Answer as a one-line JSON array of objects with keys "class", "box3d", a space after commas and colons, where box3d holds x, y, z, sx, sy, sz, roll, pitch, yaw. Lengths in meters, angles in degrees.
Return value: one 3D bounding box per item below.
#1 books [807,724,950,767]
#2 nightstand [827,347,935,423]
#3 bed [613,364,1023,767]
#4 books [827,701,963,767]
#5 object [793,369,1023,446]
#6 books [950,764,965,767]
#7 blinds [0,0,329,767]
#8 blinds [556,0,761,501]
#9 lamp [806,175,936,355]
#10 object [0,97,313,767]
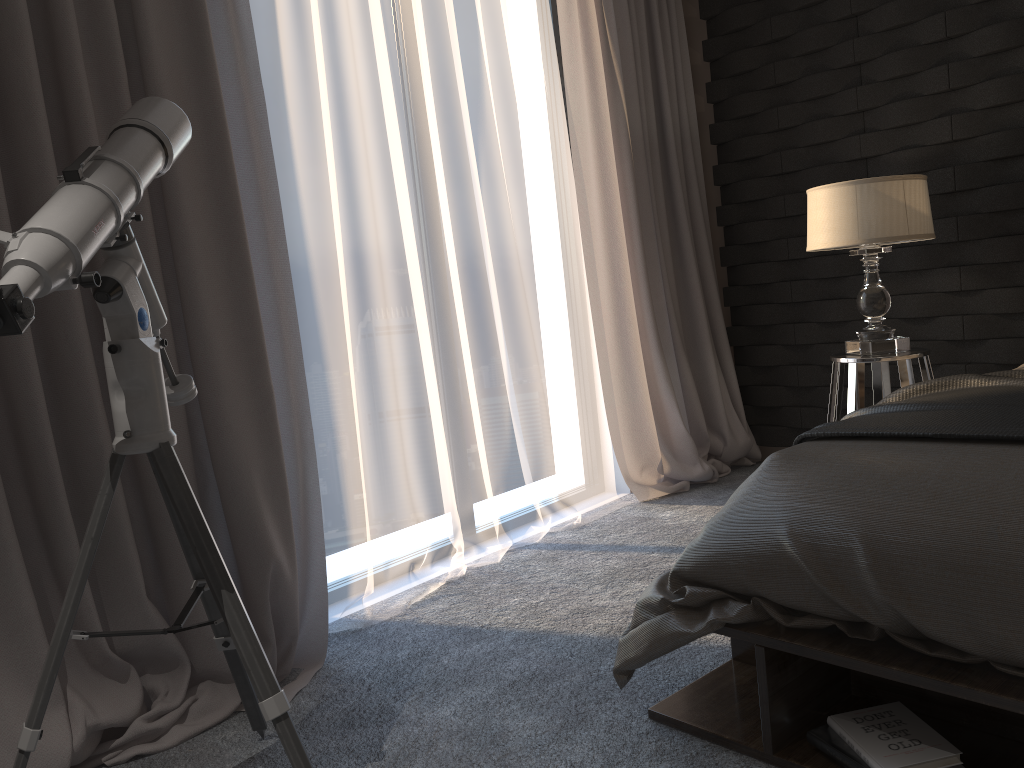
[{"class": "books", "box3d": [0.670, 0.672, 1.616, 0.153, 0.023, 0.212, -8, 6, -22]}, {"class": "nightstand", "box3d": [1.422, 0.180, 3.352, 0.577, 0.603, 0.524, -9, 6, -29]}, {"class": "bed", "box3d": [1.783, 0.278, 1.865, 2.422, 0.624, 2.165, -10, 7, -41]}, {"class": "books", "box3d": [0.694, 0.649, 1.609, 0.158, 0.020, 0.201, -6, 6, -8]}, {"class": "object", "box3d": [1.409, 0.166, 1.531, 0.654, 0.322, 1.938, -10, 7, -41]}, {"class": "books", "box3d": [0.711, 0.687, 1.627, 0.176, 0.019, 0.242, -6, 5, -3]}, {"class": "blinds", "box3d": [-0.931, -0.483, 1.991, 0.339, 2.642, 1.108, -1, 7, 41]}, {"class": "blinds", "box3d": [0.689, -0.837, 3.985, 0.322, 2.641, 1.055, -1, 7, 40]}, {"class": "lamp", "box3d": [1.350, -0.432, 3.304, 0.475, 0.631, 0.457, -7, 6, -9]}, {"class": "object", "box3d": [-0.633, 0.152, 1.516, 0.564, 1.406, 0.651, -1, 7, 40]}]
